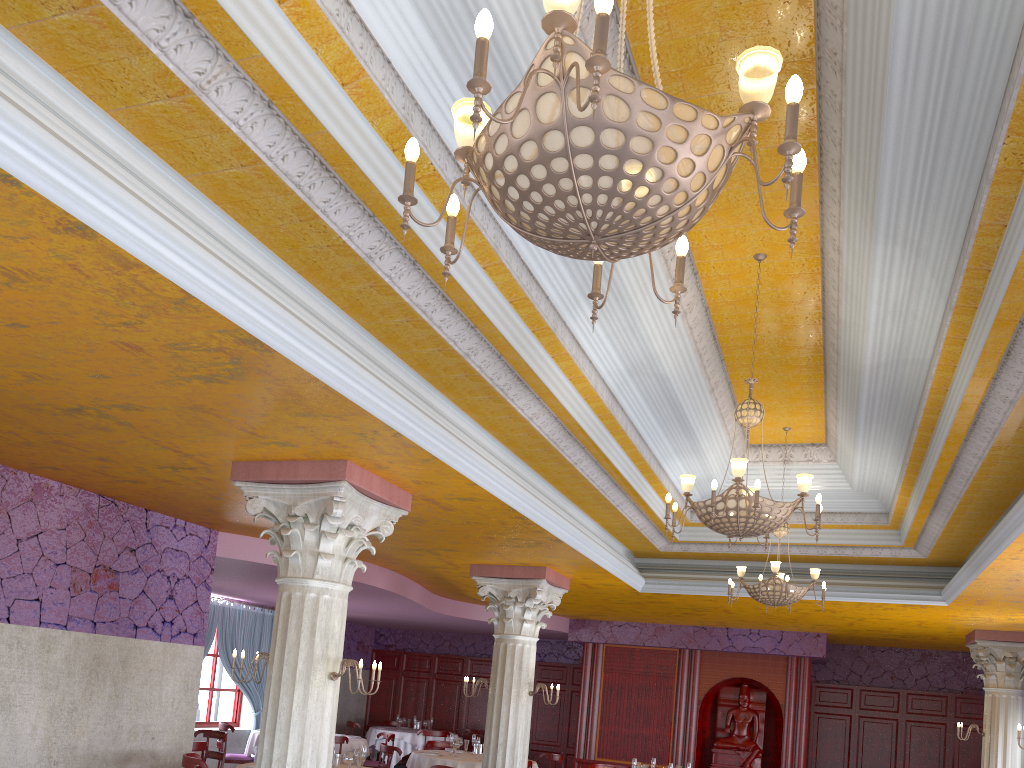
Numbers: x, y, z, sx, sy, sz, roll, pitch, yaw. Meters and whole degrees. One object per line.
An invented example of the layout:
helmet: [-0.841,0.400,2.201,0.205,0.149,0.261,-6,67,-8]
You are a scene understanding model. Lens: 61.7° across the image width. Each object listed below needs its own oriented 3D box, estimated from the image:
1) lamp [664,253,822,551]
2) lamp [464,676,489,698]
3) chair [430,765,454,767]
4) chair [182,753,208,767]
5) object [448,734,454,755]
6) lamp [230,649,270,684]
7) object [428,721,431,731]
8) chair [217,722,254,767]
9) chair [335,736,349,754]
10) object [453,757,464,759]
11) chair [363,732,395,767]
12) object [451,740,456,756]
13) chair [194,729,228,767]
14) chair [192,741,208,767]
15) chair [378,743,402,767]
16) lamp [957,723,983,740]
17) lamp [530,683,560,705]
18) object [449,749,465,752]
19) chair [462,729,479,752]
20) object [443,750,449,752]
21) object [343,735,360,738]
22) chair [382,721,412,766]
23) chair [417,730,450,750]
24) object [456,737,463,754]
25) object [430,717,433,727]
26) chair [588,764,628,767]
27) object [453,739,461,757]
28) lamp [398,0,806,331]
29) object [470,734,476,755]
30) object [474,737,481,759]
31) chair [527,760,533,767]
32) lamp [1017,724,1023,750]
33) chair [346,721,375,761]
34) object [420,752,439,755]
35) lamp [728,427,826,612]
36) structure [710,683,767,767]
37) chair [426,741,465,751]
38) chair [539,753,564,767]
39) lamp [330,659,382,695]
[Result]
lamp: [1.704,0.080,6.120,0.974,2.103,0.979,9,-9,-23]
lamp: [-0.447,4.083,11.508,0.380,0.264,0.358,3,-15,9]
chair: [-1.003,5.054,10.083,0.656,1.053,0.769,9,-11,-23]
chair: [-3.222,4.496,9.086,0.656,1.053,0.769,9,-11,-23]
object: [-0.958,5.705,13.559,0.075,0.324,0.074,9,-7,-32]
lamp: [-2.092,2.356,7.107,0.380,0.264,0.358,3,-15,9]
object: [-1.891,7.819,19.551,0.086,0.229,0.088,5,-7,2]
chair: [-4.722,6.334,14.586,0.656,1.053,0.769,9,-11,-23]
chair: [-3.105,6.259,13.971,0.760,1.054,0.662,10,-10,-23]
object: [-0.812,5.672,12.977,0.159,0.009,0.167,8,-20,-8]
chair: [-2.503,6.891,15.583,0.656,1.053,0.769,9,-11,-23]
object: [-0.902,5.717,13.441,0.086,0.229,0.088,5,-7,2]
chair: [-4.535,5.568,12.405,0.750,1.054,0.671,-2,-12,36]
chair: [-4.248,4.983,10.701,0.647,1.053,0.778,-2,-12,36]
chair: [-1.739,6.053,13.054,0.656,1.053,0.769,9,-11,-23]
lamp: [4.620,2.124,4.118,2.086,3.458,30.769,2,-19,21]
lamp: [0.424,4.020,11.115,0.380,0.264,0.358,3,-15,9]
object: [-0.912,6.126,14.288,0.313,0.023,0.331,-2,-21,20]
chair: [-1.147,8.540,19.839,0.656,1.053,0.769,9,-11,-23]
object: [-1.088,6.070,14.171,0.055,0.019,0.268,11,-20,-17]
object: [-2.882,6.361,15.440,0.313,0.023,0.331,-2,-21,20]
chair: [-2.764,8.615,20.454,0.760,1.054,0.662,10,-10,-23]
chair: [-1.750,7.908,18.227,0.760,1.054,0.662,10,-10,-23]
object: [-0.857,5.870,13.892,0.122,0.255,0.127,0,-10,35]
object: [-1.826,7.737,19.441,0.074,0.324,0.076,4,-6,13]
chair: [1.470,6.215,12.700,0.760,1.054,0.662,10,-10,-23]
object: [-0.868,5.667,13.330,0.122,0.255,0.127,0,-10,35]
lamp: [0.312,-1.381,2.395,0.974,2.103,0.979,9,-9,-23]
object: [-0.628,5.888,13.987,0.075,0.324,0.074,9,-7,-32]
object: [-0.528,5.624,13.226,0.075,0.324,0.074,9,-7,-32]
chair: [-0.122,5.978,12.439,0.760,1.054,0.662,10,-10,-23]
lamp: [5.621,3.801,9.198,0.380,0.264,0.358,3,-15,9]
chair: [-3.367,7.983,18.842,0.656,1.053,0.769,9,-11,-23]
object: [-1.284,5.730,13.277,0.313,0.023,0.331,-2,-21,20]
lamp: [3.074,1.518,9.784,0.974,2.103,0.979,9,-9,-23]
structure: [4.424,6.754,16.770,0.961,1.785,0.666,2,-8,21]
chair: [-1.136,6.686,14.666,0.760,1.054,0.662,10,-10,-23]
chair: [0.480,6.611,14.051,0.656,1.053,0.769,9,-11,-23]
lamp: [-1.237,2.276,6.670,0.380,0.264,0.358,3,-15,9]
